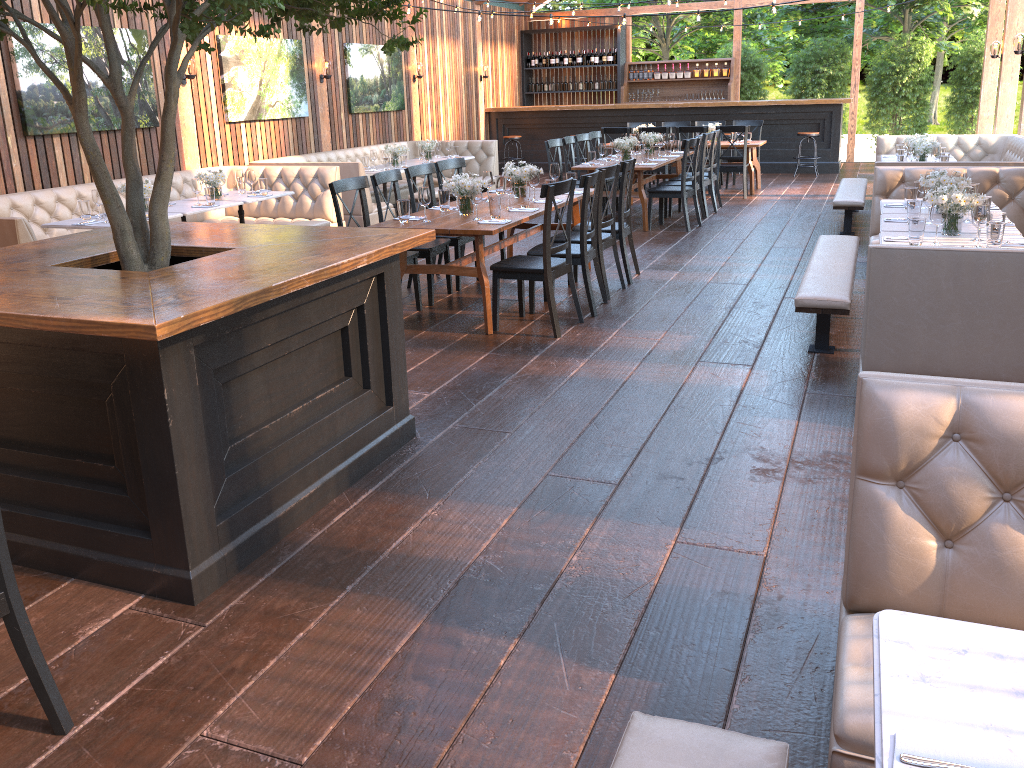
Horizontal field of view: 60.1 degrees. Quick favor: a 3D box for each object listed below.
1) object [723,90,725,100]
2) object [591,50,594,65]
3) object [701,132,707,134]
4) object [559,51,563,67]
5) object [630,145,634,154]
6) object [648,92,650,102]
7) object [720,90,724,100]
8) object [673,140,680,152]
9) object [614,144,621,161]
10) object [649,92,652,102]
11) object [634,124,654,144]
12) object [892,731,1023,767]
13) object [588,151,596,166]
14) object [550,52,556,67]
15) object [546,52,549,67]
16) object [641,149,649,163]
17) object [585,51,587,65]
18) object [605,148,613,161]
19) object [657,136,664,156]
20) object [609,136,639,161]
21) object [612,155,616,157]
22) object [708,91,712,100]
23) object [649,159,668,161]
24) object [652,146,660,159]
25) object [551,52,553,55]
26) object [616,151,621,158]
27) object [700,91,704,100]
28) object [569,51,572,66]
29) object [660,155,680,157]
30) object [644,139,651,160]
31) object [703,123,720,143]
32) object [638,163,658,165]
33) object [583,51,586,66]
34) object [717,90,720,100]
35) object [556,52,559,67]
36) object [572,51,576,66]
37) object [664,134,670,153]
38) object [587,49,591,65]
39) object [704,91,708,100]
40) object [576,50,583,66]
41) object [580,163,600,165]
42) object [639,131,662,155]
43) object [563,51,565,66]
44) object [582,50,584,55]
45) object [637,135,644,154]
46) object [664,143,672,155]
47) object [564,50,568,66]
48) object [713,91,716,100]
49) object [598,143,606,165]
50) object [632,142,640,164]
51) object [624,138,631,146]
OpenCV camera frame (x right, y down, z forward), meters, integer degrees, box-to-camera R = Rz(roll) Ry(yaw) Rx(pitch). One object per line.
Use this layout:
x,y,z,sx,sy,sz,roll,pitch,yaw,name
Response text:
4.260,-5.844,17.890,0.073,0.178,0.075,-3,16,-3,object
1.691,-6.862,18.601,0.077,0.302,0.078,10,19,37,object
2.876,-3.728,13.275,0.092,0.240,0.093,-9,17,-24,object
1.049,-6.935,18.859,0.081,0.318,0.082,-2,15,1,object
1.616,-3.137,11.762,0.092,0.155,0.092,-15,21,-39,object
2.877,-5.992,18.468,0.070,0.182,0.071,6,17,26,object
4.223,-5.820,17.819,0.073,0.178,0.075,-3,16,-3,object
2.192,-3.179,11.829,0.092,0.155,0.092,-15,21,-39,object
1.291,-2.853,10.808,0.092,0.240,0.093,-9,17,-24,object
2.879,-5.963,18.380,0.070,0.182,0.071,6,17,26,object
2.077,-3.906,13.790,0.336,0.304,0.334,-6,17,-12,object
0.654,0.544,1.199,0.255,0.018,0.160,6,20,22,object
0.927,-2.615,10.263,0.092,0.155,0.093,-11,19,-30,object
0.883,-6.968,18.991,0.136,0.310,0.138,-6,16,-15,object
0.762,-6.952,18.973,0.076,0.297,0.076,10,19,38,object
1.554,-2.655,10.320,0.092,0.155,0.093,-8,17,-20,object
1.564,-6.918,18.784,0.077,0.302,0.078,10,19,37,object
1.179,-2.795,10.778,0.092,0.155,0.092,-15,21,-39,object
1.887,-3.026,11.267,0.092,0.240,0.093,-9,17,-24,object
1.354,-2.820,10.602,0.338,0.304,0.333,-13,20,-31,object
1.365,-2.950,11.442,0.255,0.018,0.160,6,20,22,object
4.013,-5.844,17.915,0.073,0.178,0.075,-3,16,-3,object
1.751,-2.716,10.707,0.255,0.018,0.160,6,20,22,object
1.763,-2.836,10.850,0.092,0.155,0.092,-15,21,-39,object
0.872,-7.023,19.168,0.077,0.302,0.078,10,19,37,object
1.357,-2.956,11.245,0.092,0.155,0.092,-15,21,-39,object
3.861,-5.859,17.975,0.073,0.178,0.075,-3,16,-3,object
1.246,-6.925,18.828,0.078,0.307,0.079,3,16,17,object
1.982,-2.877,11.161,0.255,0.018,0.160,6,20,22,object
1.656,-2.865,10.813,0.092,0.240,0.093,-9,17,-24,object
3.046,-3.804,13.385,0.331,0.304,0.340,-13,20,-33,object
1.539,-2.532,10.168,0.255,0.018,0.160,6,20,22,object
1.529,-6.884,18.691,0.075,0.297,0.077,0,15,5,object
4.168,-5.835,17.870,0.073,0.178,0.075,-3,16,-3,object
0.976,-6.943,18.919,0.077,0.302,0.078,10,19,37,object
1.313,-6.902,18.755,0.077,0.304,0.079,-2,15,1,object
2.066,-3.211,11.804,0.092,0.240,0.093,-9,17,-24,object
1.614,-6.886,18.653,0.081,0.318,0.082,-2,15,1,object
3.932,-5.849,17.937,0.073,0.178,0.075,-3,16,-3,object
1.435,-6.909,18.758,0.136,0.310,0.138,-6,16,-15,object
0.943,-2.602,10.441,0.255,0.018,0.160,6,20,22,object
1.793,-3.142,11.523,0.329,0.304,0.342,-5,17,-10,object
1.130,-6.964,18.956,0.136,0.310,0.138,-6,16,-15,object
1.522,-6.951,18.857,0.081,0.318,0.082,-2,15,1,object
1.712,-3.196,11.797,0.092,0.240,0.093,-9,17,-24,object
1.994,-2.997,11.304,0.092,0.155,0.092,-15,21,-39,object
1.145,-6.932,18.825,0.087,0.329,0.089,-1,15,3,object
4.088,-5.837,17.885,0.073,0.178,0.075,-3,16,-3,object
1.051,-2.672,10.289,0.092,0.240,0.093,-7,16,-19,object
1.441,-2.678,10.267,0.092,0.240,0.093,-7,16,-19,object
1.466,-3.014,11.274,0.092,0.240,0.093,-9,17,-24,object
